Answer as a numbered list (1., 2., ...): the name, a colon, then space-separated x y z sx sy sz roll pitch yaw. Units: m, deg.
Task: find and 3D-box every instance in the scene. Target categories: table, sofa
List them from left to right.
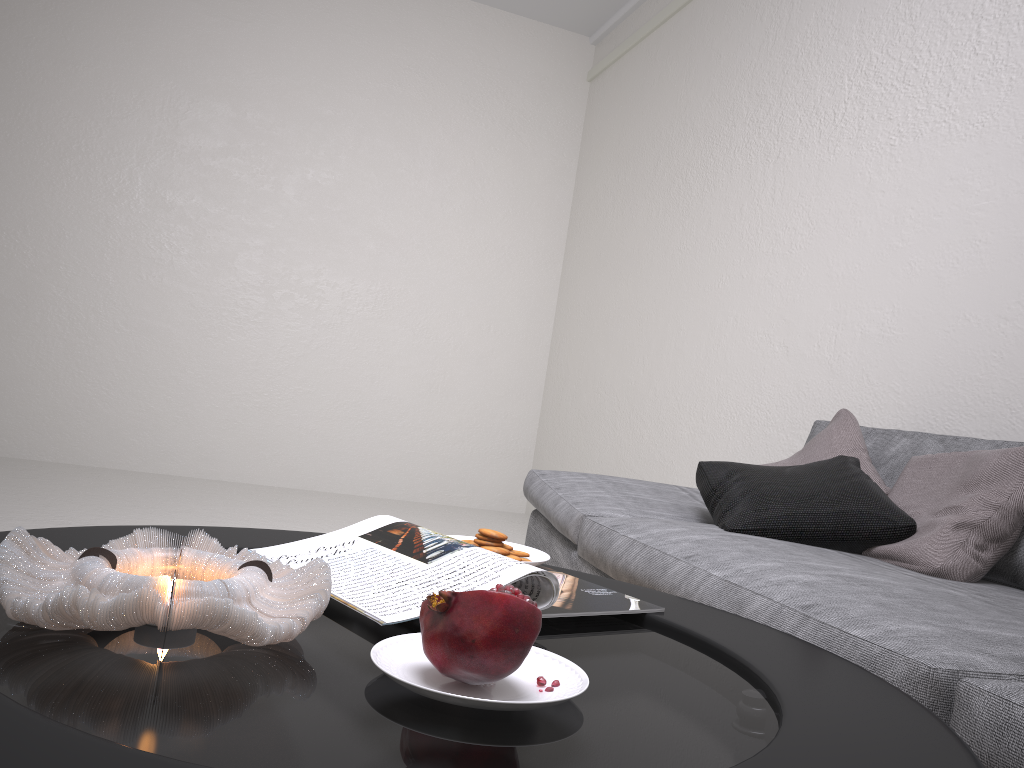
1. table: -0.132 0.434 0.765 0.957 0.449 0.931 9 -2 -21
2. sofa: 0.981 0.460 1.186 1.116 0.772 3.019 9 -2 -18

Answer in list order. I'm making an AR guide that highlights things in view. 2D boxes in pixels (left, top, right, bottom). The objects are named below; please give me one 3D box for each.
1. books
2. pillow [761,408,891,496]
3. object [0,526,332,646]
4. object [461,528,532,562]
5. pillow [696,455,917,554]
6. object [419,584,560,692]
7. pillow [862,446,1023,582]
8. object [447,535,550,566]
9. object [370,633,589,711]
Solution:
1. books: -0.060 0.201 1.004 0.380 0.048 0.299 10 -2 -40
2. pillow: 0.771 0.270 2.344 0.352 0.448 0.479 8 -2 3
3. object: -0.277 0.161 0.722 0.255 0.062 0.252 9 -2 -11
4. object: -0.031 0.210 1.165 0.117 0.036 0.122 7 -2 33
5. pillow: 0.654 0.282 2.042 0.421 0.268 0.402 8 -2 2
6. object: -0.020 0.186 0.666 0.109 0.082 0.089 8 -2 16
7. pillow: 0.919 0.262 1.940 0.342 0.318 0.417 9 -2 -19
8. object: -0.033 0.222 1.162 0.171 0.015 0.164 10 -2 -36
9. object: -0.025 0.221 0.677 0.165 0.015 0.170 8 -2 27
